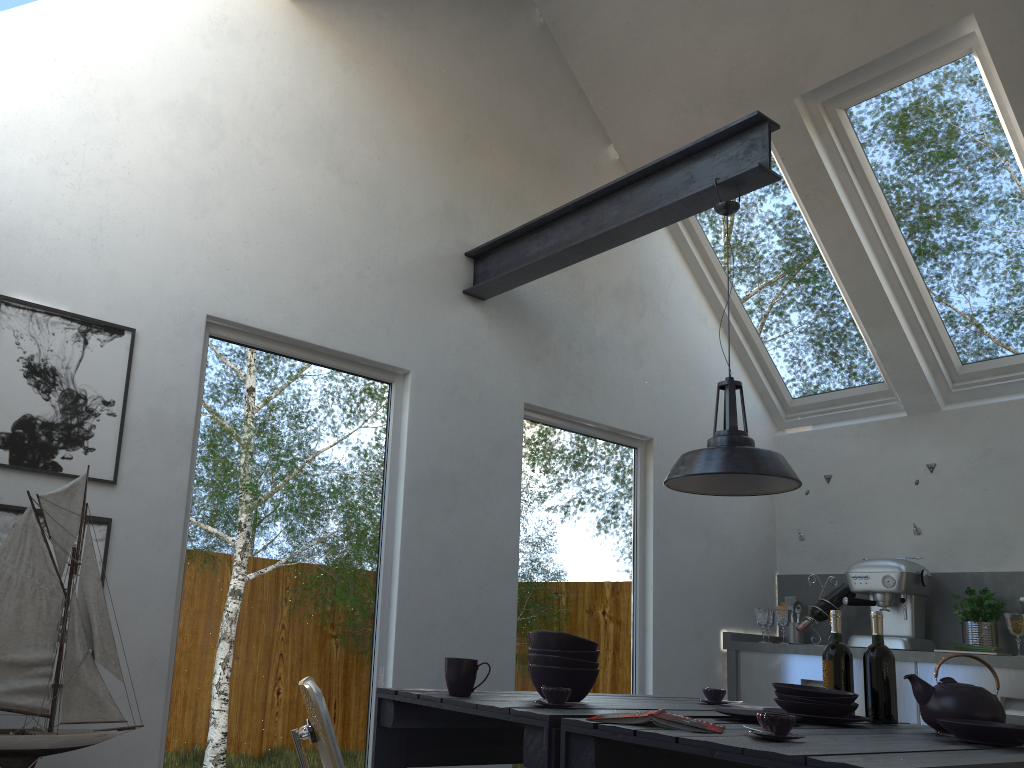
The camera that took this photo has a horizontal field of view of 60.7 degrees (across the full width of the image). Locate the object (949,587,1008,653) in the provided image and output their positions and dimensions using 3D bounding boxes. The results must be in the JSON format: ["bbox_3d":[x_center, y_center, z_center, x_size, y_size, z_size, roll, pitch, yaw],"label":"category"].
[{"bbox_3d":[2.302,1.171,4.319,0.251,0.335,0.252,2,-13,4],"label":"object"}]

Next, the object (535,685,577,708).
[{"bbox_3d":[0.124,0.872,2.438,0.124,0.055,0.111,-9,-20,38],"label":"object"}]

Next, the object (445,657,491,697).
[{"bbox_3d":[-0.144,0.885,2.637,0.138,0.107,0.096,-10,-19,42],"label":"object"}]

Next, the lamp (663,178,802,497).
[{"bbox_3d":[0.744,-0.189,3.000,0.409,1.076,0.461,12,-15,-37],"label":"lamp"}]

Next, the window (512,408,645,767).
[{"bbox_3d":[0.329,1.241,4.470,0.938,2.089,0.063,12,-15,-37],"label":"window"}]

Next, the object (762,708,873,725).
[{"bbox_3d":[0.902,0.989,2.593,0.293,0.024,0.305,6,-16,-6],"label":"object"}]

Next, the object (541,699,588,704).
[{"bbox_3d":[0.147,0.899,2.465,0.132,0.013,0.028,4,-16,1],"label":"object"}]

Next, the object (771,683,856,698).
[{"bbox_3d":[0.899,0.931,2.609,0.218,0.057,0.245,16,-20,-37],"label":"object"}]

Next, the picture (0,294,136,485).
[{"bbox_3d":[-1.577,0.029,3.039,0.450,0.573,0.027,13,-15,-37],"label":"picture"}]

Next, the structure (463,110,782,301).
[{"bbox_3d":[0.027,-0.578,4.001,0.130,0.205,2.698,13,-18,-37],"label":"structure"}]

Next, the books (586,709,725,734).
[{"bbox_3d":[0.354,0.814,2.134,0.318,0.029,0.218,-2,-17,20],"label":"books"}]

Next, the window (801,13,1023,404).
[{"bbox_3d":[2.208,-0.754,4.267,1.409,1.363,0.889,14,-17,-37],"label":"window"}]

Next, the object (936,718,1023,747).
[{"bbox_3d":[1.218,0.891,2.233,0.231,0.046,0.232,3,-16,2],"label":"object"}]

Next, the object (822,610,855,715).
[{"bbox_3d":[1.063,0.913,2.856,0.091,0.338,0.093,3,-12,0],"label":"object"}]

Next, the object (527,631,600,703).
[{"bbox_3d":[0.161,0.896,2.771,0.204,0.210,0.207,14,-17,-36],"label":"object"}]

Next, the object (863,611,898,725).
[{"bbox_3d":[1.157,0.891,2.757,0.091,0.338,0.093,4,-12,-5],"label":"object"}]

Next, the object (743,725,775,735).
[{"bbox_3d":[0.550,0.782,1.969,0.027,0.013,0.137,8,-17,-14],"label":"object"}]

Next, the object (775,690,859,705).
[{"bbox_3d":[0.905,0.942,2.604,0.218,0.062,0.245,14,-19,-32],"label":"object"}]

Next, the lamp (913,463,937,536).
[{"bbox_3d":[2.185,0.603,4.627,0.063,0.427,0.324,-7,-17,40],"label":"lamp"}]

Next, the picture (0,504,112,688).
[{"bbox_3d":[-1.601,0.705,2.902,0.450,0.573,0.027,13,-15,-37],"label":"picture"}]

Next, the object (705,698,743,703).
[{"bbox_3d":[0.767,1.147,3.160,0.139,0.013,0.027,-5,-18,29],"label":"object"}]

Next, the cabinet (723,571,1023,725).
[{"bbox_3d":[2.371,1.561,3.958,0.541,1.450,3.049,12,-17,-38],"label":"cabinet"}]

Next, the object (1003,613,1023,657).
[{"bbox_3d":[2.255,1.120,3.899,0.101,0.188,0.098,1,-13,10],"label":"object"}]

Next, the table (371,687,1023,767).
[{"bbox_3d":[0.651,1.352,2.475,1.436,0.781,1.713,15,-19,-37],"label":"table"}]

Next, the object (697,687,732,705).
[{"bbox_3d":[0.729,1.124,3.150,0.124,0.055,0.111,-9,-20,38],"label":"object"}]

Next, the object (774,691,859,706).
[{"bbox_3d":[0.903,0.953,2.598,0.219,0.062,0.244,14,-19,-32],"label":"object"}]

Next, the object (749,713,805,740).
[{"bbox_3d":[0.590,0.762,1.951,0.111,0.055,0.124,13,-18,-29],"label":"object"}]

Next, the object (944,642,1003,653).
[{"bbox_3d":[2.139,1.239,4.110,0.137,0.052,0.292,11,-17,-23],"label":"object"}]

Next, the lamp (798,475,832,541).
[{"bbox_3d":[1.768,0.718,5.116,0.316,0.429,0.064,13,-15,-37],"label":"lamp"}]

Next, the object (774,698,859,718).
[{"bbox_3d":[0.901,0.968,2.596,0.231,0.046,0.232,3,-16,2],"label":"object"}]

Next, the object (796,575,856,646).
[{"bbox_3d":[1.712,1.260,4.869,0.327,0.386,0.241,5,-13,-8],"label":"object"}]

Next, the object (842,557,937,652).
[{"bbox_3d":[1.969,1.145,4.585,0.408,0.491,0.383,14,-17,-37],"label":"object"}]

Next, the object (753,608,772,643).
[{"bbox_3d":[1.409,1.357,4.911,0.105,0.188,0.093,-10,-18,44],"label":"object"}]

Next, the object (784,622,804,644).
[{"bbox_3d":[1.648,1.462,5.113,0.108,0.129,0.108,2,-13,3],"label":"object"}]

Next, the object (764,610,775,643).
[{"bbox_3d":[1.473,1.396,5.029,0.103,0.188,0.096,-2,-13,22],"label":"object"}]

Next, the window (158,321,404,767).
[{"bbox_3d":[-0.918,0.879,3.535,0.938,2.089,0.063,12,-15,-37],"label":"window"}]

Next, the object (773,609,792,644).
[{"bbox_3d":[1.515,1.357,4.886,0.096,0.188,0.103,6,-13,-15],"label":"object"}]

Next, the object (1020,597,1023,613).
[{"bbox_3d":[2.590,1.148,4.079,0.101,0.288,0.365,12,-17,-38],"label":"object"}]

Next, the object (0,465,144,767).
[{"bbox_3d":[-1.386,0.688,2.450,0.753,0.972,0.150,13,-16,-37],"label":"object"}]

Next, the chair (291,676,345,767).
[{"bbox_3d":[-0.250,1.264,2.430,0.764,0.804,0.718,5,-14,-8],"label":"chair"}]

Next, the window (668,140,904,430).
[{"bbox_3d":[1.544,-0.560,5.066,1.415,1.370,0.889,14,-17,-37],"label":"window"}]

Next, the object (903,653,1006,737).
[{"bbox_3d":[1.277,0.885,2.494,0.208,0.228,0.226,13,-17,-35],"label":"object"}]

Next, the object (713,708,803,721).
[{"bbox_3d":[0.686,0.932,2.452,0.224,0.019,0.250,15,-19,-32],"label":"object"}]

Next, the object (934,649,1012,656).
[{"bbox_3d":[2.153,1.258,4.090,0.172,0.012,0.280,18,-21,-39],"label":"object"}]
